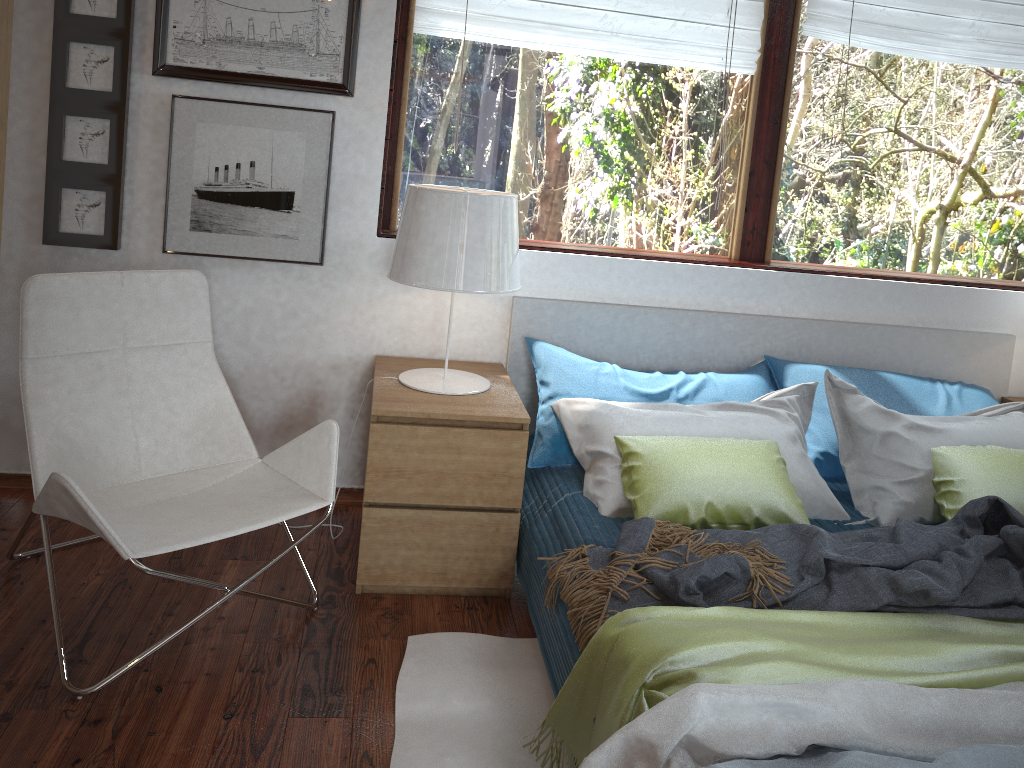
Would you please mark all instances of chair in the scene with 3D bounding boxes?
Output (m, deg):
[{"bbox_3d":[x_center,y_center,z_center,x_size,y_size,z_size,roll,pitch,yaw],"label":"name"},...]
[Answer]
[{"bbox_3d":[-0.883,0.156,2.209,0.815,0.783,0.701,14,12,41],"label":"chair"}]

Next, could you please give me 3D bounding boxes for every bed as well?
[{"bbox_3d":[1.114,0.473,1.909,2.134,0.753,2.653,4,14,-8],"label":"bed"}]

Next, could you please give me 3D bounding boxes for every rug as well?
[{"bbox_3d":[1.158,0.945,1.460,2.705,0.048,1.856,3,15,-9],"label":"rug"}]

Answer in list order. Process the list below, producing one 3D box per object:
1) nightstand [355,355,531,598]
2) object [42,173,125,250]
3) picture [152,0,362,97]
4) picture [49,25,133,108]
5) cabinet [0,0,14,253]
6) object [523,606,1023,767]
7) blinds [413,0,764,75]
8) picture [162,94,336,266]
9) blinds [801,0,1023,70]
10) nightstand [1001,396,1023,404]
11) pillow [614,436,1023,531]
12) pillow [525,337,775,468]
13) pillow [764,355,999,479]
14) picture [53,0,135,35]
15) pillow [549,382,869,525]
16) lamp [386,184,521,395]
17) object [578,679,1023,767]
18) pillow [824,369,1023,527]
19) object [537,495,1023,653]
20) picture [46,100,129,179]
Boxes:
[{"bbox_3d":[-0.228,0.264,2.651,0.427,0.530,0.626,4,10,-9],"label":"nightstand"},{"bbox_3d":[-1.343,-0.540,2.734,0.222,0.222,0.041,4,5,-8],"label":"object"},{"bbox_3d":[-0.801,-1.120,2.755,0.624,0.357,0.042,4,5,-8],"label":"picture"},{"bbox_3d":[-1.297,-0.977,2.692,0.222,0.222,0.041,4,5,-8],"label":"picture"},{"bbox_3d":[-0.922,-0.265,0.244,0.582,2.359,2.260,5,9,-9],"label":"cabinet"},{"bbox_3d":[1.082,0.697,1.726,2.099,0.439,0.505,3,11,-12],"label":"object"},{"bbox_3d":[0.298,-1.382,3.013,1.232,0.488,0.055,4,5,-8],"label":"blinds"},{"bbox_3d":[-0.840,-0.646,2.791,0.503,0.497,0.044,4,5,-8],"label":"picture"},{"bbox_3d":[2.333,-1.463,3.291,2.555,0.646,0.055,4,5,-8],"label":"blinds"},{"bbox_3d":[2.030,0.403,2.980,0.427,0.530,0.626,4,10,-9],"label":"nightstand"},{"bbox_3d":[0.975,0.279,2.405,1.375,0.215,0.320,3,12,-9],"label":"pillow"},{"bbox_3d":[0.480,0.067,2.837,0.910,0.323,0.357,3,10,-11],"label":"pillow"},{"bbox_3d":[1.331,0.125,2.961,0.918,0.312,0.377,3,11,-11],"label":"pillow"},{"bbox_3d":[-1.275,-1.196,2.671,0.222,0.222,0.041,4,5,-8],"label":"picture"},{"bbox_3d":[0.564,0.187,2.540,0.870,0.352,0.486,3,11,-13],"label":"pillow"},{"bbox_3d":[-0.175,-0.293,2.626,0.404,0.578,0.416,4,8,-12],"label":"lamp"},{"bbox_3d":[1.104,0.739,1.360,2.149,0.369,0.552,2,12,-13],"label":"object"},{"bbox_3d":[1.373,0.201,2.643,0.850,0.384,0.370,2,10,-14],"label":"pillow"},{"bbox_3d":[1.120,0.492,1.936,2.124,0.399,0.646,6,12,1],"label":"object"},{"bbox_3d":[-1.320,-0.759,2.713,0.222,0.222,0.041,4,5,-8],"label":"picture"}]
